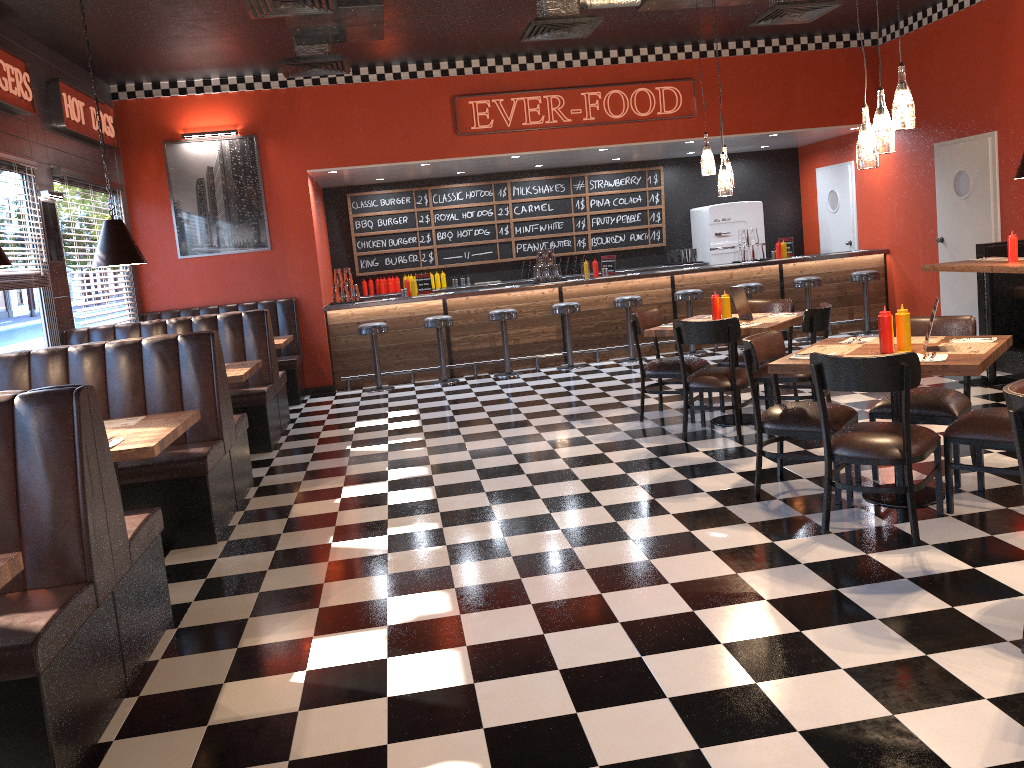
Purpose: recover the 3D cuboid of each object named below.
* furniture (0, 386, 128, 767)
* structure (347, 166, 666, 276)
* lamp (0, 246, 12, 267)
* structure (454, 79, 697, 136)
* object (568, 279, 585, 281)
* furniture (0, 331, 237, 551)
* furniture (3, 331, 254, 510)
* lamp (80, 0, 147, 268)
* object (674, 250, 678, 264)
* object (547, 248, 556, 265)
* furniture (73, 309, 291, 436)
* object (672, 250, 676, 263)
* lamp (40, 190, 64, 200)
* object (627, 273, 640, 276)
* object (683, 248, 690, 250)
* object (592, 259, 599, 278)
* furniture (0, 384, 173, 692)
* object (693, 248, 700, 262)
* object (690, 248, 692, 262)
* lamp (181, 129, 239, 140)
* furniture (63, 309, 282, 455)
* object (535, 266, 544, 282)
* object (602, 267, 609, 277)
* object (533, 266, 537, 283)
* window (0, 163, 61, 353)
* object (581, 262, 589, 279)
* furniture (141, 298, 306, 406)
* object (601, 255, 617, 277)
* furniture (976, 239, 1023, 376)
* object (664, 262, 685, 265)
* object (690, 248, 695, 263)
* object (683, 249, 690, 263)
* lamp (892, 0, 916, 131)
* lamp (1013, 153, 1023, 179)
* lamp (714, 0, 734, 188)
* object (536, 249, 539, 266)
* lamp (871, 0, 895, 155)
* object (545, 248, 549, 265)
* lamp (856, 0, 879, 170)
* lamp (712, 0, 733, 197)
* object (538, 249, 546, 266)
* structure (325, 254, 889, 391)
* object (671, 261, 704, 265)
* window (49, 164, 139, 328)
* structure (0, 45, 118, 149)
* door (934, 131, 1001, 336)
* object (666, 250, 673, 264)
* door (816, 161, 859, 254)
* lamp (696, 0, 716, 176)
[{"bbox_3d":[-2.245,0.712,2.742,1.710,1.149,0.709,-7,7,-7],"label":"furniture"},{"bbox_3d":[-0.009,-2.340,12.702,4.545,1.141,0.201,-7,6,-7],"label":"structure"},{"bbox_3d":[-2.653,-1.542,4.037,0.383,2.034,0.383,-9,7,-26],"label":"lamp"},{"bbox_3d":[0.767,-3.246,10.396,2.876,0.436,0.122,-7,7,-7],"label":"structure"},{"bbox_3d":[0.781,-1.275,10.848,0.157,0.019,0.256,-7,9,-11],"label":"object"},{"bbox_3d":[-2.573,0.378,5.097,1.710,1.149,0.709,-7,7,-7],"label":"furniture"},{"bbox_3d":[-2.670,0.279,5.793,1.710,1.149,0.709,-7,7,-7],"label":"furniture"},{"bbox_3d":[-2.982,-1.876,6.395,0.382,2.034,0.384,0,8,41],"label":"lamp"},{"bbox_3d":[2.385,-1.816,12.713,0.105,0.208,0.106,0,9,38],"label":"object"},{"bbox_3d":[0.488,-1.585,11.034,0.105,0.208,0.106,0,9,37],"label":"object"},{"bbox_3d":[-2.998,-0.055,8.148,1.710,1.149,0.709,-7,7,-7],"label":"furniture"},{"bbox_3d":[2.398,-1.850,12.922,0.105,0.208,0.106,0,9,38],"label":"object"},{"bbox_3d":[-3.909,-1.598,7.515,0.081,0.056,0.336,-7,9,-7],"label":"lamp"},{"bbox_3d":[1.499,-1.355,10.915,0.157,0.019,0.256,-4,9,8],"label":"object"},{"bbox_3d":[2.588,-1.894,13.086,0.105,0.208,0.106,0,9,38],"label":"object"},{"bbox_3d":[1.047,-1.454,11.114,0.068,0.236,0.068,-5,7,6],"label":"object"},{"bbox_3d":[-2.342,0.613,3.438,1.710,1.149,0.709,-7,7,-7],"label":"furniture"},{"bbox_3d":[2.633,-1.828,12.633,0.105,0.208,0.106,0,9,38],"label":"object"},{"bbox_3d":[2.599,-1.875,12.961,0.105,0.208,0.106,0,9,38],"label":"object"},{"bbox_3d":[-3.364,-2.784,9.885,0.611,0.056,0.081,-7,8,-7],"label":"lamp"},{"bbox_3d":[-2.901,0.044,7.452,1.710,1.149,0.709,-7,7,-7],"label":"furniture"},{"bbox_3d":[0.340,-1.362,11.047,0.105,0.208,0.106,0,9,37],"label":"object"},{"bbox_3d":[1.162,-1.404,11.064,0.094,0.135,0.047,1,9,42],"label":"object"},{"bbox_3d":[0.312,-1.376,11.155,0.105,0.208,0.106,0,9,37],"label":"object"},{"bbox_3d":[-3.787,-0.855,6.384,0.127,1.705,2.037,-6,8,-7],"label":"window"},{"bbox_3d":[0.908,-1.404,10.976,0.105,0.208,0.106,0,9,38],"label":"object"},{"bbox_3d":[-3.230,-0.291,9.816,1.710,1.149,0.709,-7,7,-7],"label":"furniture"},{"bbox_3d":[1.212,-1.484,11.147,0.188,0.256,0.073,-2,7,28],"label":"object"},{"bbox_3d":[5.297,-0.158,3.662,1.104,1.143,8.801,-6,9,-7],"label":"furniture"},{"bbox_3d":[2.461,-1.773,13.004,0.437,0.018,0.274,-7,9,-7],"label":"object"},{"bbox_3d":[2.611,-1.843,12.745,0.105,0.208,0.106,0,9,38],"label":"object"},{"bbox_3d":[2.500,-1.820,12.668,0.105,0.208,0.106,0,9,38],"label":"object"},{"bbox_3d":[1.857,-2.234,4.297,0.109,1.956,0.108,-10,8,-35],"label":"lamp"},{"bbox_3d":[3.781,-2.524,6.354,0.382,2.034,0.384,-1,8,34],"label":"lamp"},{"bbox_3d":[1.530,-2.443,6.576,0.108,1.956,0.109,-8,7,-20],"label":"lamp"},{"bbox_3d":[0.354,-1.585,11.120,0.105,0.208,0.106,0,9,37],"label":"object"},{"bbox_3d":[1.743,-2.106,4.273,0.108,1.956,0.109,-1,8,35],"label":"lamp"},{"bbox_3d":[0.468,-1.600,11.144,0.105,0.208,0.106,0,9,37],"label":"object"},{"bbox_3d":[1.718,-2.063,4.398,0.108,1.956,0.109,-5,6,5],"label":"lamp"},{"bbox_3d":[1.493,-2.363,6.468,0.108,1.956,0.109,0,8,39],"label":"lamp"},{"bbox_3d":[0.371,-1.573,11.031,0.105,0.208,0.106,0,9,37],"label":"object"},{"bbox_3d":[1.334,-0.738,10.809,7.044,1.035,0.216,-7,6,-7],"label":"structure"},{"bbox_3d":[2.510,-1.731,12.706,0.437,0.018,0.274,-7,9,-7],"label":"object"},{"bbox_3d":[-4.115,-1.188,8.739,0.127,1.705,2.037,-6,8,-7],"label":"window"},{"bbox_3d":[-3.465,-1.912,3.808,0.120,0.436,11.319,-6,9,-7],"label":"structure"},{"bbox_3d":[4.930,-1.568,9.620,0.161,2.168,1.031,-6,7,-7],"label":"door"},{"bbox_3d":[2.321,-1.857,13.018,0.105,0.208,0.106,0,9,38],"label":"object"},{"bbox_3d":[4.545,-1.961,12.390,0.161,2.168,1.031,-6,7,-7],"label":"door"},{"bbox_3d":[1.396,-2.548,6.605,0.108,1.956,0.109,-7,7,-15],"label":"lamp"}]
